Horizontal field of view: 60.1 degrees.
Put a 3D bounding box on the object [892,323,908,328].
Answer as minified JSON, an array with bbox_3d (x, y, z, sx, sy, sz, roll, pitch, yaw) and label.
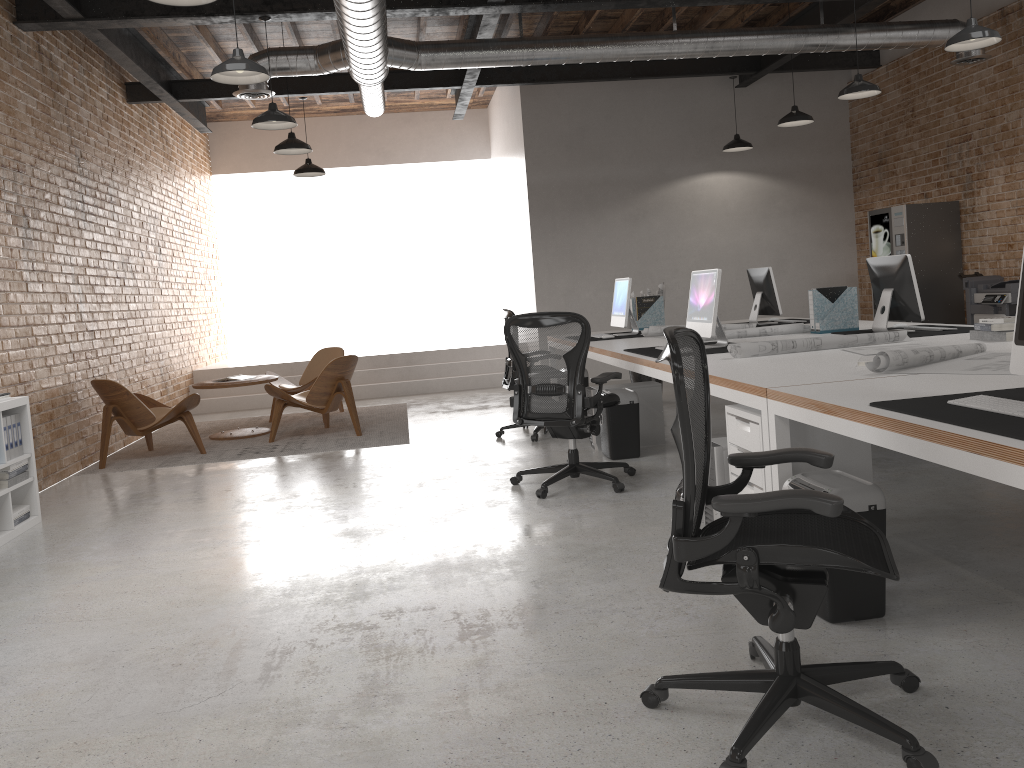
[{"bbox_3d":[2.604,-0.393,5.949,0.106,0.028,0.059,-5,5,-8],"label":"object"}]

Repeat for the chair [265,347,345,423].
[{"bbox_3d":[-2.164,0.011,9.613,0.869,0.750,0.857,-7,5,-30],"label":"chair"}]

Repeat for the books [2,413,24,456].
[{"bbox_3d":[-3.152,0.321,5.453,0.232,0.260,0.062,-5,3,-7],"label":"books"}]

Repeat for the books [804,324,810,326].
[{"bbox_3d":[2.287,-0.443,6.773,0.200,0.024,0.236,-1,7,26],"label":"books"}]

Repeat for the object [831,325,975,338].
[{"bbox_3d":[2.533,-0.334,5.623,0.687,0.008,0.851,-5,6,-6],"label":"object"}]

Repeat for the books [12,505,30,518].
[{"bbox_3d":[-3.090,0.778,5.372,0.214,0.046,0.252,-5,6,-7],"label":"books"}]

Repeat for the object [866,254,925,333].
[{"bbox_3d":[2.398,-0.569,5.609,0.190,0.483,0.485,-5,5,-7],"label":"object"}]

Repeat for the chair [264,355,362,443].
[{"bbox_3d":[-1.904,0.122,8.349,0.858,0.750,0.868,-7,5,-30],"label":"chair"}]

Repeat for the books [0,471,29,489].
[{"bbox_3d":[-3.088,0.579,5.342,0.217,0.071,0.290,-5,6,-7],"label":"books"}]

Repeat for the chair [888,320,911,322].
[{"bbox_3d":[3.170,-0.366,7.683,0.794,1.082,0.771,-6,4,-23],"label":"chair"}]

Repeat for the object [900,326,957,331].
[{"bbox_3d":[2.639,-0.355,5.623,0.118,0.017,0.440,-5,6,-7],"label":"object"}]

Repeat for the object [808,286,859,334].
[{"bbox_3d":[2.215,-0.512,6.104,0.281,0.311,0.150,-5,4,-7],"label":"object"}]

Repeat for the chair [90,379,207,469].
[{"bbox_3d":[-3.235,0.275,7.864,0.869,0.750,0.857,-7,5,-25],"label":"chair"}]

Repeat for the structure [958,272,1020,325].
[{"bbox_3d":[4.694,-0.554,8.496,0.503,1.054,1.061,-5,5,-7],"label":"structure"}]

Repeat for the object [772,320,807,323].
[{"bbox_3d":[2.384,-0.544,7.627,0.118,0.017,0.440,-5,6,-7],"label":"object"}]

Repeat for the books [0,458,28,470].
[{"bbox_3d":[-3.094,0.482,5.357,0.214,0.051,0.253,-5,6,-7],"label":"books"}]

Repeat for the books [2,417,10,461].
[{"bbox_3d":[-3.128,0.339,5.260,0.232,0.260,0.062,-5,3,-7],"label":"books"}]

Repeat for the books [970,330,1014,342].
[{"bbox_3d":[2.598,-0.262,4.674,0.200,0.050,0.272,-5,6,-9],"label":"books"}]

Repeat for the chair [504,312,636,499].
[{"bbox_3d":[0.317,0.083,5.471,0.770,1.082,0.795,-3,4,17],"label":"chair"}]

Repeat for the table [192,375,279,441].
[{"bbox_3d":[-2.722,0.231,8.809,0.827,0.568,0.828,-6,5,-19],"label":"table"}]

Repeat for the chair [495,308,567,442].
[{"bbox_3d":[0.212,-0.122,7.525,0.794,1.082,0.771,-6,4,-23],"label":"chair"}]

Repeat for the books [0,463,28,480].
[{"bbox_3d":[-3.087,0.528,5.348,0.207,0.067,0.276,-5,6,-7],"label":"books"}]

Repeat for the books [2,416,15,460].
[{"bbox_3d":[-3.136,0.333,5.324,0.232,0.260,0.062,-5,3,-7],"label":"books"}]

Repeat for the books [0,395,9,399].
[{"bbox_3d":[-3.147,0.091,5.283,0.187,0.014,0.249,-5,6,-9],"label":"books"}]

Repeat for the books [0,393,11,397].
[{"bbox_3d":[-3.155,0.079,5.284,0.202,0.012,0.252,-5,6,-5],"label":"books"}]

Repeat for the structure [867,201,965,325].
[{"bbox_3d":[4.406,-1.033,9.685,0.638,1.805,0.752,-5,3,-7],"label":"structure"}]

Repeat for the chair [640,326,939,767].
[{"bbox_3d":[0.720,0.369,2.423,0.792,1.082,0.773,-4,4,2],"label":"chair"}]

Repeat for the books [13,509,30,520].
[{"bbox_3d":[-3.089,0.797,5.368,0.219,0.034,0.260,-5,6,-7],"label":"books"}]

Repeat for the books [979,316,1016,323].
[{"bbox_3d":[2.586,-0.337,4.653,0.153,0.030,0.185,-5,6,-9],"label":"books"}]

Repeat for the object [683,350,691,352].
[{"bbox_3d":[1.048,-0.197,5.219,0.106,0.028,0.059,-5,5,-8],"label":"object"}]

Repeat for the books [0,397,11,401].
[{"bbox_3d":[-3.146,0.104,5.288,0.187,0.014,0.254,-5,6,-7],"label":"books"}]

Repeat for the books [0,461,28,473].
[{"bbox_3d":[-3.093,0.501,5.353,0.219,0.039,0.261,-5,6,-7],"label":"books"}]

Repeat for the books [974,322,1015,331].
[{"bbox_3d":[2.574,-0.305,4.654,0.193,0.044,0.258,-3,6,10],"label":"books"}]

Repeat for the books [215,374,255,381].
[{"bbox_3d":[-2.766,-0.064,8.827,0.349,0.034,0.257,-2,6,18],"label":"books"}]

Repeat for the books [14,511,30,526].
[{"bbox_3d":[-3.083,0.823,5.362,0.207,0.061,0.275,-5,6,-7],"label":"books"}]

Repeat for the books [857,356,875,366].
[{"bbox_3d":[1.673,-0.106,3.992,0.200,0.024,0.236,-1,7,26],"label":"books"}]

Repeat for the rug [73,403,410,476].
[{"bbox_3d":[-2.405,0.488,8.829,2.730,0.004,3.006,-5,6,-7],"label":"rug"}]

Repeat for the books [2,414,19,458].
[{"bbox_3d":[-3.144,0.327,5.389,0.232,0.260,0.062,-5,3,-7],"label":"books"}]
